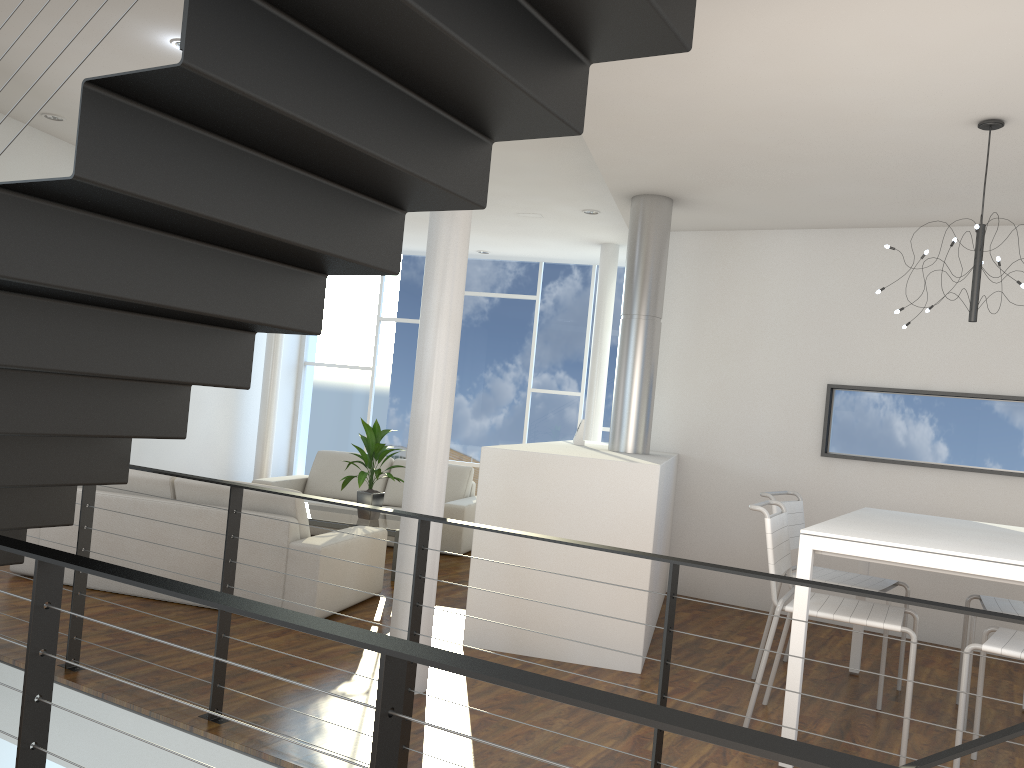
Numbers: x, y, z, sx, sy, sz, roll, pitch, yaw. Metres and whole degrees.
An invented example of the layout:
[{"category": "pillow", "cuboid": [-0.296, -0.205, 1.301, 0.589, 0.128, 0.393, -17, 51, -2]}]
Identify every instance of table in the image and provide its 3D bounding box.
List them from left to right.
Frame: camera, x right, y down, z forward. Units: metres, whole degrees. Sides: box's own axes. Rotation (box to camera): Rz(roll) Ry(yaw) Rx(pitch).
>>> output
[{"category": "table", "cuboid": [-1.306, 0.907, 5.431, 1.607, 0.284, 0.662, 5, -2, 14]}, {"category": "table", "cuboid": [1.488, 0.875, 3.130, 0.699, 0.720, 1.402, 5, -1, 29]}]

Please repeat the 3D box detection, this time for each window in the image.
[{"category": "window", "cuboid": [-0.296, -1.564, 8.385, 3.413, 5.634, 0.090, 5, 0, 13]}, {"category": "window", "cuboid": [2.665, 0.277, 4.539, 2.022, 0.408, 0.165, 4, -1, 29]}]

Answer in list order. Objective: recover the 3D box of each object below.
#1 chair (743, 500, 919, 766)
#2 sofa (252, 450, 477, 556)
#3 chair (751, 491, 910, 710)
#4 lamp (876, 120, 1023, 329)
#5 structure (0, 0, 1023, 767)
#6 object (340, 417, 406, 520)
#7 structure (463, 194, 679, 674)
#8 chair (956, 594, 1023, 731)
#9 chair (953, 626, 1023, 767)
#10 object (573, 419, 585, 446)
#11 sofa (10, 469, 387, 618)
[{"category": "chair", "cuboid": [1.087, 0.821, 3.042, 0.554, 0.765, 0.428, 5, -1, 26]}, {"category": "sofa", "cuboid": [-0.997, 0.823, 6.472, 1.610, 0.565, 0.803, 5, -1, 15]}, {"category": "chair", "cuboid": [1.323, 0.863, 3.695, 0.554, 0.765, 0.428, 5, -1, 35]}, {"category": "lamp", "cuboid": [1.684, -0.574, 3.172, 0.590, 0.726, 0.618, 6, -1, -39]}, {"category": "structure", "cuboid": [-0.611, 0.535, 1.934, 4.357, 6.296, 1.095, 5, 0, 29]}, {"category": "object", "cuboid": [-0.818, 0.504, 5.280, 0.432, 0.601, 0.458, 5, -1, -1]}, {"category": "structure", "cuboid": [0.566, 0.113, 4.995, 0.750, 2.205, 2.753, 5, -1, 13]}, {"category": "chair", "cuboid": [2.000, 0.915, 3.289, 0.555, 0.765, 0.428, 5, -1, 24]}, {"category": "chair", "cuboid": [1.677, 0.864, 2.636, 0.554, 0.764, 0.428, 5, -1, 36]}, {"category": "object", "cuboid": [0.395, 0.280, 5.177, 0.061, 0.151, 0.100, 5, -1, 0]}, {"category": "sofa", "cuboid": [-1.504, 0.712, 4.396, 1.610, 0.565, 0.803, 5, -1, 14]}]
